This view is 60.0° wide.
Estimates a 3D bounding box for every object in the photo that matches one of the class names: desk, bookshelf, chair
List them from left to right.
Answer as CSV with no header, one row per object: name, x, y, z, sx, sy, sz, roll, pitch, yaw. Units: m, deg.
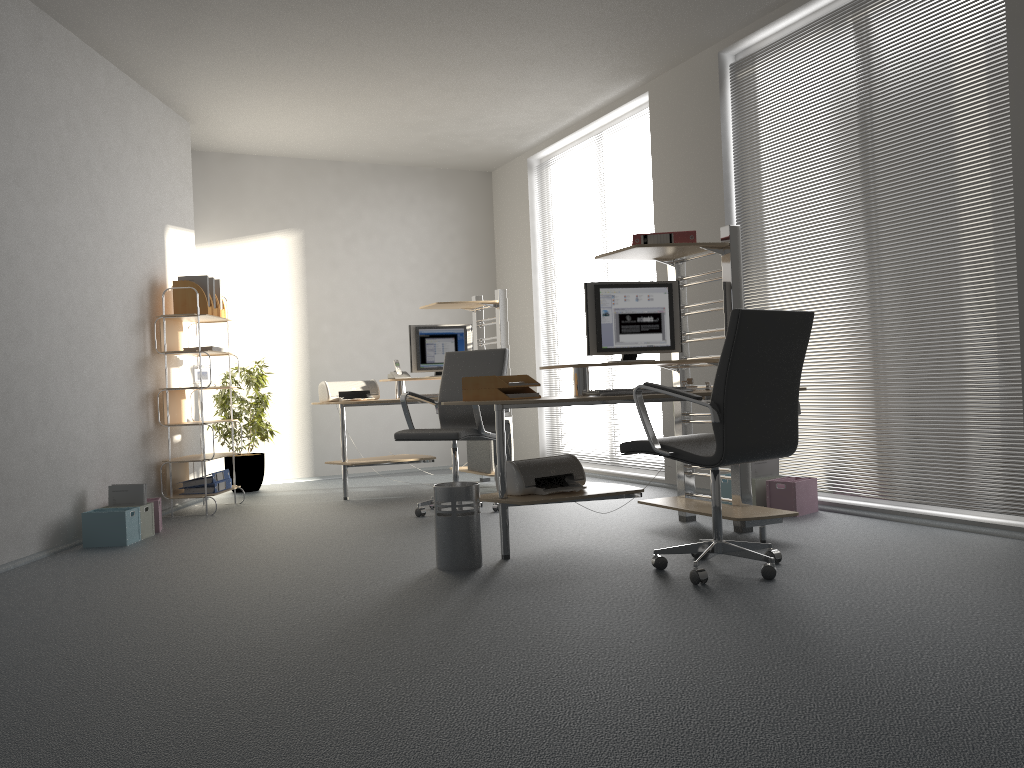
bookshelf,-2.233,0.124,6.365,0.381,1.572,0.724,-2,0,2
desk,-0.699,0.058,6.782,1.469,1.566,0.967,-2,0,-26
chair,-0.367,0.301,5.710,0.584,1.048,0.652,-3,0,30
desk,0.510,0.002,4.263,1.469,1.566,0.967,-2,0,-26
chair,0.843,0.246,3.655,0.584,1.048,0.652,-2,0,-39

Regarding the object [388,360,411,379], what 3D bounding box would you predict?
object,-0.890,-0.118,6.966,0.150,0.151,0.119,-2,0,-40

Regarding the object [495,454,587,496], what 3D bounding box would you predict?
object,0.190,0.435,4.259,0.438,0.162,0.351,-2,0,-41

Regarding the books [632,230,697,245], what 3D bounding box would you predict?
books,0.792,-0.739,4.652,0.320,0.072,0.262,-2,0,7

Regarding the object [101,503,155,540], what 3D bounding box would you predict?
object,-2.256,0.813,5.197,0.245,0.202,0.185,-2,0,1

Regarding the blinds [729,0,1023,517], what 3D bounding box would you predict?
blinds,1.918,-0.750,4.958,0.022,2.770,1.950,-2,0,-26

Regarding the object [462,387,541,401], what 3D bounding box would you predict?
object,-0.050,0.046,4.265,0.309,0.060,0.225,-3,0,43

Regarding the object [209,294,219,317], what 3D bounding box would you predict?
object,-2.265,-0.602,6.424,0.243,0.259,0.113,-2,0,2

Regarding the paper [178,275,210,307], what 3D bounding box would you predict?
paper,-2.268,-0.622,6.321,0.213,0.297,0.045,-2,0,0

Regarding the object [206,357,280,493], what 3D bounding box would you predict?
object,-2.249,0.344,7.516,0.544,1.147,0.644,-2,0,3

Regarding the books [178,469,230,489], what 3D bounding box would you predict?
books,-2.206,0.678,6.351,0.263,0.100,0.320,-2,0,2

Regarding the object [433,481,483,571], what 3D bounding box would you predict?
object,-0.241,0.636,3.963,0.208,0.377,0.208,-2,0,18

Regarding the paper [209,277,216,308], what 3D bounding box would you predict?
paper,-2.266,-0.622,6.445,0.213,0.297,0.045,-2,0,2

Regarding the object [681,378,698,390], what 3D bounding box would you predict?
object,0.899,0.003,4.550,0.054,0.064,0.159,-3,0,31

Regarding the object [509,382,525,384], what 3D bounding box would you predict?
object,0.022,-0.006,4.194,0.008,0.009,0.159,-3,0,28

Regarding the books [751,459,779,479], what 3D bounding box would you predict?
books,1.486,0.582,5.260,0.220,0.306,0.068,-2,0,-25

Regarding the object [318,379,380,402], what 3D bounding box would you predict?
object,-1.217,0.049,6.800,0.438,0.162,0.351,-2,0,-34

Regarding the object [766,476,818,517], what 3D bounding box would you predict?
object,1.605,0.647,5.082,0.245,0.202,0.185,-2,0,-44

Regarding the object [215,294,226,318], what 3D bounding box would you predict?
object,-2.255,-0.602,6.549,0.243,0.259,0.113,-2,0,5

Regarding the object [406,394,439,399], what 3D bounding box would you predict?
object,-0.659,0.118,6.912,0.478,0.082,0.814,-2,0,-18

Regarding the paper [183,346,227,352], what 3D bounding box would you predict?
paper,-2.232,-0.243,6.460,0.213,0.046,0.297,-2,0,1

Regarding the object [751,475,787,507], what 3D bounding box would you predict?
object,1.483,0.653,5.273,0.245,0.202,0.185,-2,0,-26

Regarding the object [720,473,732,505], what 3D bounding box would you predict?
object,1.403,0.657,5.440,0.245,0.202,0.185,-2,0,-26

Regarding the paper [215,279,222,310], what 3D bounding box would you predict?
paper,-2.256,-0.622,6.569,0.213,0.297,0.045,-2,0,5

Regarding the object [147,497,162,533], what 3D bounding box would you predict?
object,-2.280,0.814,5.423,0.245,0.202,0.185,-2,0,-17

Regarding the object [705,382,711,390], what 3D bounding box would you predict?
object,0.999,0.010,4.514,0.022,0.042,0.134,-2,0,16

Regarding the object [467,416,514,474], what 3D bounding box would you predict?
object,-0.173,0.469,6.939,0.199,0.422,0.471,-2,0,-26

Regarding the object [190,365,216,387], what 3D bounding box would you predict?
object,-2.218,-0.058,6.356,0.077,0.161,0.192,-2,0,20

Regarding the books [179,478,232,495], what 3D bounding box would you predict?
books,-2.193,0.732,6.350,0.262,0.072,0.320,-2,0,2

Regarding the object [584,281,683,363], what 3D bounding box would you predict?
object,0.627,-0.320,4.650,0.516,0.418,0.245,-2,0,-4

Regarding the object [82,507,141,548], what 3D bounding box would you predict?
object,-2.260,0.813,5.012,0.245,0.202,0.185,-2,0,1

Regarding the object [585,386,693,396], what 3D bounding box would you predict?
object,0.508,0.064,4.391,0.478,0.082,0.814,-2,0,-18

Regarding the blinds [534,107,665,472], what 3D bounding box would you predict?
blinds,0.706,-0.694,7.483,0.037,2.749,1.950,-2,0,-26

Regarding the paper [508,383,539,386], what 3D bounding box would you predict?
paper,-0.051,0.006,4.265,0.297,0.010,0.210,-3,0,43

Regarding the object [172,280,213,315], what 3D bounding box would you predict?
object,-2.266,-0.602,6.301,0.243,0.259,0.113,-2,0,0

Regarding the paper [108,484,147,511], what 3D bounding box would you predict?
paper,-2.259,0.742,5.212,0.220,0.306,0.068,-2,0,1

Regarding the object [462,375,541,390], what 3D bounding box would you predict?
object,-0.053,-0.011,4.265,0.309,0.060,0.225,-3,0,43

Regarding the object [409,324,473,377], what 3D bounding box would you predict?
object,-0.573,-0.265,7.148,0.516,0.418,0.245,-2,0,-11

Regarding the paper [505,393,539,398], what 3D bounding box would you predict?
paper,-0.049,0.058,4.265,0.297,0.019,0.210,-3,0,43
